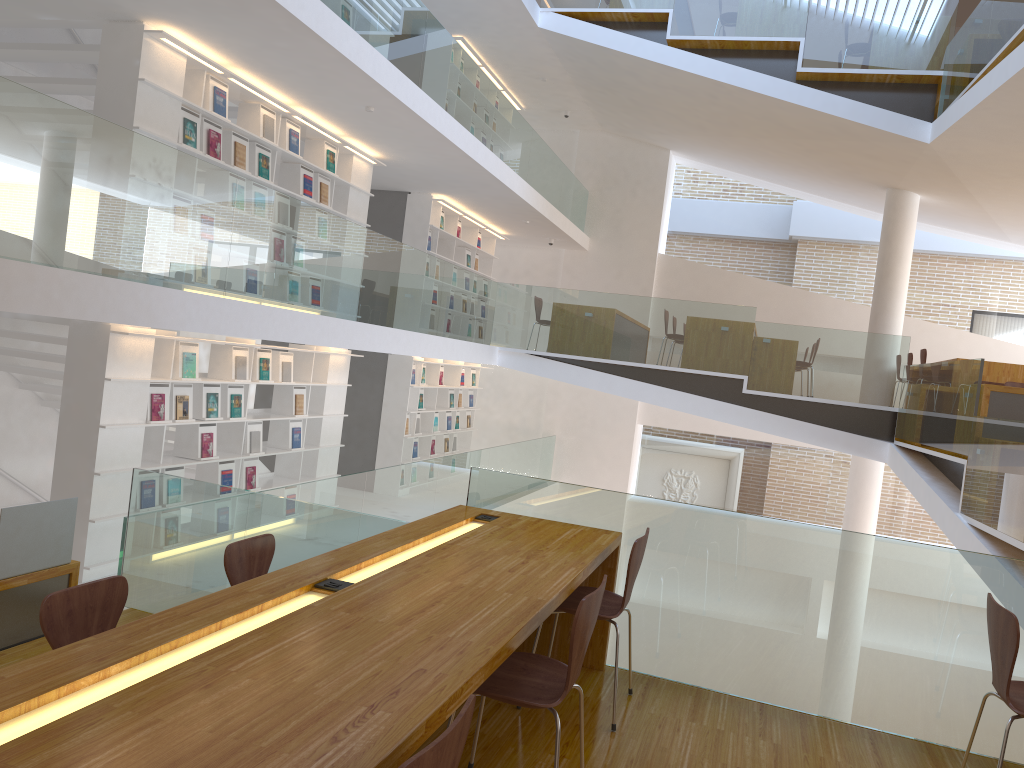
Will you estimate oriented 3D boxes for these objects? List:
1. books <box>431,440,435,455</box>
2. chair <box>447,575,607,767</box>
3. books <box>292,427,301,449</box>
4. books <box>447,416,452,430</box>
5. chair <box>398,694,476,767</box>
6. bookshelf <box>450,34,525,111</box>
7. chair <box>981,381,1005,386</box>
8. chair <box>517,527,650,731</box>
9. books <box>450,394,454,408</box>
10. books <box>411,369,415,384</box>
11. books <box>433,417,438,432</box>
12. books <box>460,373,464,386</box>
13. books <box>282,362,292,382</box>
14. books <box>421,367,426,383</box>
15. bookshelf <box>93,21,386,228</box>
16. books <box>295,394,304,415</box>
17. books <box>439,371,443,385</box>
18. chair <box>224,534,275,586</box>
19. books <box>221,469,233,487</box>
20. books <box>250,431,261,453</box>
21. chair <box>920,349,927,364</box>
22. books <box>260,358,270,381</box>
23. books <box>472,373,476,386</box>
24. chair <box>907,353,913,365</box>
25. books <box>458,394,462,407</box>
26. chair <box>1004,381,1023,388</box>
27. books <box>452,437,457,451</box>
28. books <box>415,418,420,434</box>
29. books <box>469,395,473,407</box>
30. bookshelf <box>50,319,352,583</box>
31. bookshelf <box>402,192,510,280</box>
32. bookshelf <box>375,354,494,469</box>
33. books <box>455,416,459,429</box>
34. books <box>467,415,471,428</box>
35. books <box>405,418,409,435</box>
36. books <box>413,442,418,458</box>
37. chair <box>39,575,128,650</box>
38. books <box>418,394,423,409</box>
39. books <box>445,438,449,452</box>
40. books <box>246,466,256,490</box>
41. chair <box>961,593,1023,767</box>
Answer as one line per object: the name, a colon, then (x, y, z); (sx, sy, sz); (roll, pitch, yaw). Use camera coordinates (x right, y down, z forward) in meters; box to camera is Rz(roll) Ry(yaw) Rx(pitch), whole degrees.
books: (-1.118, 0.894, 12.526); (0.037, 0.210, 0.145); (7, 1, 16)
chair: (0.027, 0.882, 2.523); (0.381, 0.693, 0.428); (7, 1, 16)
books: (-2.112, 0.533, 8.698); (0.037, 0.210, 0.145); (7, 1, 16)
books: (-0.922, 0.582, 13.055); (0.037, 0.210, 0.145); (7, 1, 16)
chair: (-0.319, 0.864, 1.459); (0.381, 0.693, 0.428); (7, 1, 16)
bookshelf: (-0.542, -3.528, 12.668); (0.498, 1.836, 2.984); (7, 1, 16)
chair: (4.564, 0.334, 8.468); (0.428, 0.693, 0.381); (7, 1, 16)
chair: (0.296, 0.894, 3.457); (0.381, 0.693, 0.428); (7, 1, 16)
books: (-0.884, 0.248, 13.048); (0.037, 0.210, 0.145); (7, 1, 16)
books: (-1.288, -0.086, 11.492); (0.037, 0.210, 0.145); (7, 1, 16)
books: (-1.079, 0.568, 12.519); (0.037, 0.210, 0.145); (7, 1, 16)
books: (-0.749, -0.061, 13.378); (0.037, 0.210, 0.145); (7, 1, 16)
books: (-2.125, -0.104, 8.369); (0.037, 0.210, 0.145); (7, 1, 16)
books: (-1.188, -0.116, 11.836); (0.037, 0.210, 0.145); (7, 1, 16)
bookshelf: (-2.196, -1.557, 7.850); (0.498, 1.836, 3.666); (7, 1, 16)
books: (-2.080, 0.207, 8.675); (0.037, 0.210, 0.145); (7, 1, 16)
books: (-1.000, -0.071, 12.504); (0.037, 0.210, 0.145); (7, 1, 16)
chair: (-1.022, 1.041, 3.835); (0.381, 0.693, 0.428); (7, 1, 16)
books: (-2.459, 0.847, 7.651); (0.037, 0.210, 0.145); (7, 1, 16)
books: (-2.315, 0.534, 7.998); (0.037, 0.210, 0.145); (7, 1, 16)
chair: (4.738, -0.024, 9.917); (0.381, 0.693, 0.428); (7, 1, 16)
books: (-2.230, -0.128, 7.995); (0.037, 0.210, 0.145); (7, 1, 16)
books: (-0.599, -0.059, 13.893); (0.037, 0.210, 0.145); (7, 1, 16)
chair: (5.007, -0.013, 10.850); (0.381, 0.693, 0.428); (7, 1, 16)
books: (-0.787, 0.252, 13.385); (0.037, 0.210, 0.145); (7, 1, 16)
chair: (4.424, 0.337, 7.586); (0.428, 0.693, 0.381); (7, 1, 16)
books: (-0.868, 0.909, 13.385); (0.037, 0.210, 0.145); (7, 1, 16)
books: (-1.267, 0.565, 11.858); (0.037, 0.210, 0.145); (7, 1, 16)
books: (-0.637, 0.275, 13.900); (0.037, 0.210, 0.145); (7, 1, 16)
bookshelf: (-2.495, 0.481, 7.911); (0.397, 1.836, 3.666); (7, 1, 16)
bookshelf: (-0.791, -1.497, 12.714); (0.498, 1.836, 2.984); (7, 1, 16)
bookshelf: (-1.041, 0.548, 12.761); (0.498, 1.836, 2.984); (7, 1, 16)
books: (-0.829, 0.586, 13.377); (0.037, 0.210, 0.145); (7, 1, 16)
books: (-0.676, 0.597, 13.911); (0.037, 0.210, 0.145); (7, 1, 16)
books: (-1.374, 0.551, 11.492); (0.037, 0.210, 0.145); (7, 1, 16)
books: (-1.299, 0.883, 11.889); (0.037, 0.210, 0.145); (7, 1, 16)
chair: (-1.291, 1.029, 2.902); (0.381, 0.693, 0.428); (7, 1, 16)
books: (-1.222, 0.237, 11.865); (0.037, 0.210, 0.145); (7, 1, 16)
books: (-0.960, 0.905, 13.066); (0.037, 0.210, 0.145); (7, 1, 16)
books: (-2.357, 0.852, 8.004); (0.037, 0.210, 0.145); (7, 1, 16)
chair: (1.727, 1.082, 2.871); (0.381, 0.693, 0.428); (7, 1, 16)
